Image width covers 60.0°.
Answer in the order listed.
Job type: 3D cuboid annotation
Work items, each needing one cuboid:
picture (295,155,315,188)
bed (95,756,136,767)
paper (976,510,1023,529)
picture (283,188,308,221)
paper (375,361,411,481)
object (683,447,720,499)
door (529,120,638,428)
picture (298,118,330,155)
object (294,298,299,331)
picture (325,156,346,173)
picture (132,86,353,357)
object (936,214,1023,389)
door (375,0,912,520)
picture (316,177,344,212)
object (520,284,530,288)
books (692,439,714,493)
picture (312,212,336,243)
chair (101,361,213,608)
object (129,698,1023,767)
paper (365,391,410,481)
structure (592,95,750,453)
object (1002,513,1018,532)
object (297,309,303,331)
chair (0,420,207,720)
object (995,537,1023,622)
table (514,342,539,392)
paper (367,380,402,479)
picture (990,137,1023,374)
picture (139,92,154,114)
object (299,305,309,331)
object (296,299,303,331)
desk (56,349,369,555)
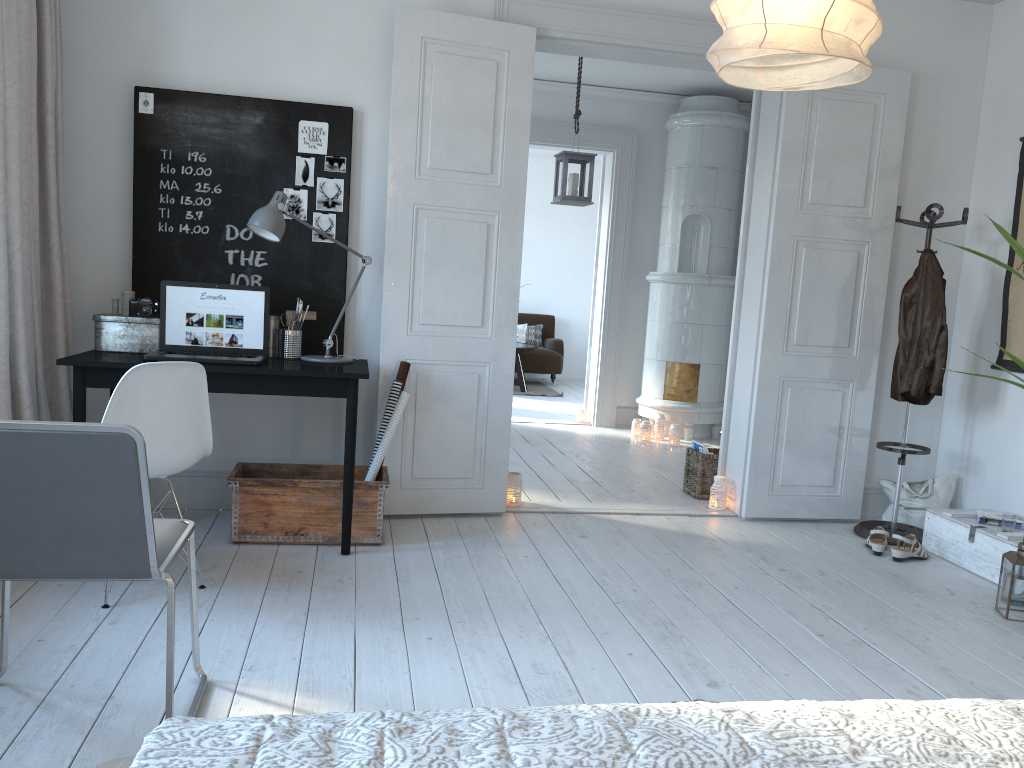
[{"bbox_3d":[-0.950,-0.975,4.069,0.083,0.146,0.002,2,7,-10],"label":"picture"},{"bbox_3d":[0.408,0.607,0.265,1.888,1.049,2.171,3,6,-10],"label":"bed"},{"bbox_3d":[2.269,0.628,4.088,0.221,0.031,0.175,6,7,22],"label":"paper"},{"bbox_3d":[-0.997,-0.826,4.080,0.107,0.151,0.001,2,7,-10],"label":"picture"},{"bbox_3d":[-0.590,0.271,4.061,0.048,0.748,0.297,9,9,35],"label":"paper"},{"bbox_3d":[1.181,0.525,5.215,0.270,0.265,0.223,3,7,-10],"label":"object"},{"bbox_3d":[0.125,-0.918,7.518,2.599,2.511,0.576,3,7,-10],"label":"door"},{"bbox_3d":[-0.907,-1.133,4.055,0.147,0.154,0.004,2,7,-10],"label":"picture"},{"bbox_3d":[-0.970,-0.252,3.968,0.008,0.268,0.060,4,7,6],"label":"object"},{"bbox_3d":[-0.814,-1.015,4.088,0.095,0.072,0.001,3,7,-10],"label":"picture"},{"bbox_3d":[-1.238,-0.715,4.085,0.953,1.175,0.063,2,7,-10],"label":"picture"},{"bbox_3d":[2.162,0.119,3.506,1.043,1.557,0.288,6,7,19],"label":"object"},{"bbox_3d":[0.640,-0.571,4.574,2.599,2.511,0.576,3,7,-10],"label":"door"},{"bbox_3d":[-0.842,-0.879,4.100,0.121,0.153,0.002,2,7,-10],"label":"picture"},{"bbox_3d":[-0.192,-0.988,10.035,0.845,1.068,0.524,-2,9,-39],"label":"object"},{"bbox_3d":[1.170,0.492,5.209,0.201,0.300,0.179,2,7,-10],"label":"books"},{"bbox_3d":[-0.872,-0.728,4.116,0.103,0.136,0.001,2,7,-10],"label":"picture"},{"bbox_3d":[-1.321,0.303,3.121,0.474,0.826,0.553,-3,10,-45],"label":"chair"},{"bbox_3d":[0.275,0.472,1.086,1.460,0.104,0.404,3,6,-10],"label":"object"},{"bbox_3d":[-0.597,0.344,3.937,0.283,0.628,0.041,-1,8,-32],"label":"paper"},{"bbox_3d":[1.385,-0.882,7.189,0.799,2.834,1.246,9,8,34],"label":"structure"},{"bbox_3d":[2.193,0.617,3.915,0.060,0.082,0.060,-3,10,-45],"label":"object"},{"bbox_3d":[-0.962,-0.225,3.963,0.009,0.222,0.082,6,7,19],"label":"object"},{"bbox_3d":[-1.047,0.443,2.115,0.562,0.799,0.523,2,7,-10],"label":"chair"},{"bbox_3d":[1.974,0.727,3.415,0.131,0.352,0.137,5,7,12],"label":"object"},{"bbox_3d":[-0.360,-0.225,10.174,1.300,0.504,1.297,1,7,-20],"label":"table"},{"bbox_3d":[-0.607,0.320,3.993,0.043,0.670,0.266,9,9,35],"label":"paper"},{"bbox_3d":[2.532,-0.680,3.997,0.057,1.316,0.791,2,7,-10],"label":"picture"},{"bbox_3d":[-1.616,-1.242,3.918,0.061,0.088,0.004,2,7,-13],"label":"picture"},{"bbox_3d":[-0.950,-0.234,3.959,0.084,0.240,0.009,-1,8,-33],"label":"object"},{"bbox_3d":[-0.965,-0.249,3.970,0.012,0.264,0.062,8,8,32],"label":"object"},{"bbox_3d":[-1.217,0.273,3.788,1.159,0.760,0.649,3,7,-10],"label":"desk"}]
